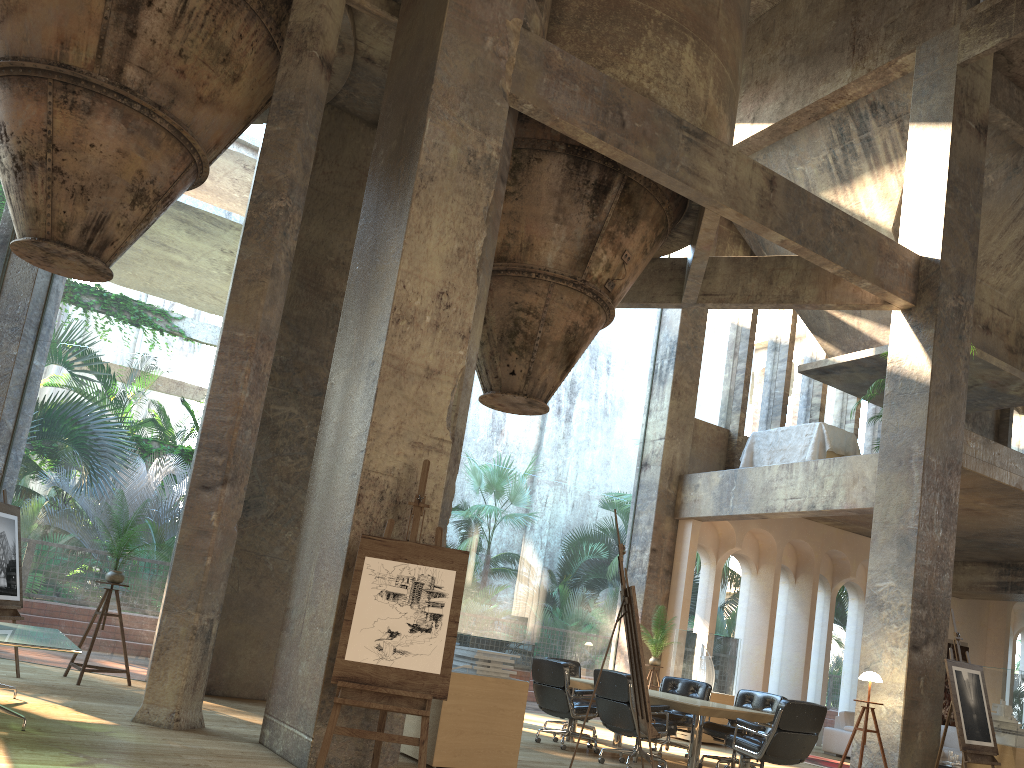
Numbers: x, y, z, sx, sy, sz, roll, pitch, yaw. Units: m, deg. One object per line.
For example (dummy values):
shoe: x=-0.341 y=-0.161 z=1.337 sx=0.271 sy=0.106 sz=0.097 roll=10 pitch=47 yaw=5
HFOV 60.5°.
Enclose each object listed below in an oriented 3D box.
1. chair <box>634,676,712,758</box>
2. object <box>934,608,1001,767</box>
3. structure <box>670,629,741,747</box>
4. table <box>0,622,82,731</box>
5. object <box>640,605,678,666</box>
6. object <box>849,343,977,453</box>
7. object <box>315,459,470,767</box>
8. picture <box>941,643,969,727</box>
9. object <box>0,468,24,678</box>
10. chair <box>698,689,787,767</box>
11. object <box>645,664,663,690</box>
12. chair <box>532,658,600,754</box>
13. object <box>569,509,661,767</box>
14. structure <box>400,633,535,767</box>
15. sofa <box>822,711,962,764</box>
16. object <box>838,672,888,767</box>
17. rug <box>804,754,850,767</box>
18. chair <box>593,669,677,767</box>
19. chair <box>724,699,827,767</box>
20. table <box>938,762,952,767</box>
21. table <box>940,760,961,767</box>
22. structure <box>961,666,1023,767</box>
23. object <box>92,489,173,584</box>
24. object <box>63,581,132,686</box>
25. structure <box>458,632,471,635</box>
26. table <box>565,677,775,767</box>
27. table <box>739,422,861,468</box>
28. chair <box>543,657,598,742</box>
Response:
chair: x=1.845 y=3.830 z=10.130 sx=0.728 sy=0.872 sz=0.843 roll=1 pitch=-15 yaw=33
object: x=4.873 y=3.491 z=9.438 sx=0.712 sy=2.097 sz=0.689 roll=15 pitch=-11 yaw=-30
structure: x=2.756 y=4.398 z=12.746 sx=0.754 sy=1.512 sz=0.599 roll=15 pitch=-11 yaw=-29
table: x=-3.628 y=1.966 z=6.056 sx=0.954 sy=0.533 sz=1.893 roll=17 pitch=-17 yaw=-28
object: x=2.122 y=3.739 z=13.148 sx=0.876 sy=0.918 sz=0.691 roll=19 pitch=-15 yaw=-38
object: x=5.426 y=0.295 z=11.872 sx=1.372 sy=1.767 sz=1.420 roll=14 pitch=-13 yaw=-23
object: x=-0.685 y=1.466 z=5.462 sx=0.703 sy=2.097 sz=0.698 roll=10 pitch=-10 yaw=-4
picture: x=8.669 y=6.068 z=17.608 sx=1.525 sy=1.731 sz=0.070 roll=16 pitch=-11 yaw=-30
object: x=-4.649 y=1.545 z=7.871 sx=0.685 sy=2.097 sz=0.717 roll=9 pitch=-10 yaw=-1
chair: x=2.397 y=3.671 z=9.283 sx=0.836 sy=0.872 sz=0.734 roll=18 pitch=-15 yaw=-35
object: x=2.014 y=4.636 z=12.955 sx=0.656 sy=0.950 sz=0.587 roll=4 pitch=-12 yaw=24
chair: x=0.625 y=3.429 z=9.406 sx=0.833 sy=0.872 sz=0.737 roll=16 pitch=-14 yaw=-28
object: x=0.847 y=2.007 z=6.499 sx=0.684 sy=2.097 sz=0.717 roll=9 pitch=-10 yaw=2
structure: x=-0.396 y=2.510 z=7.006 sx=0.746 sy=0.991 sz=0.750 roll=16 pitch=-13 yaw=-29
sofa: x=6.783 y=5.828 z=14.059 sx=2.970 sy=0.705 sz=2.089 roll=18 pitch=-18 yaw=-29
object: x=3.774 y=3.774 z=9.575 sx=0.668 sy=1.267 sz=0.575 roll=15 pitch=-12 yaw=-29
rug: x=4.632 y=5.270 z=12.042 sx=1.365 sy=0.009 sz=2.492 roll=18 pitch=-18 yaw=-28
chair: x=1.205 y=3.244 z=8.454 sx=0.830 sy=0.872 sz=0.740 roll=14 pitch=-13 yaw=-23
chair: x=2.330 y=3.294 z=8.020 sx=0.742 sy=0.872 sz=0.827 roll=17 pitch=-15 yaw=-33
table: x=6.523 y=5.804 z=13.188 sx=1.126 sy=0.198 sz=0.799 roll=18 pitch=-18 yaw=-29
table: x=6.216 y=5.681 z=13.006 sx=0.375 sy=0.240 sz=0.870 roll=17 pitch=-17 yaw=-28
structure: x=5.570 y=4.001 z=9.862 sx=0.754 sy=1.512 sz=0.599 roll=15 pitch=-11 yaw=-29
object: x=-3.769 y=1.526 z=8.702 sx=0.862 sy=0.918 sz=0.702 roll=11 pitch=-12 yaw=-9
object: x=-3.922 y=2.448 z=8.619 sx=0.581 sy=0.950 sz=0.662 roll=17 pitch=-14 yaw=-35
structure: x=-1.073 y=3.440 z=10.575 sx=0.754 sy=0.991 sz=0.742 roll=16 pitch=-13 yaw=-29
table: x=1.516 y=3.645 z=9.336 sx=1.120 sy=0.683 sz=2.439 roll=17 pitch=-17 yaw=-28
table: x=4.406 y=1.125 z=13.502 sx=1.131 sy=0.782 sz=1.770 roll=17 pitch=-17 yaw=-28
chair: x=0.758 y=3.803 z=10.621 sx=0.743 sy=0.872 sz=0.827 roll=17 pitch=-15 yaw=-34
